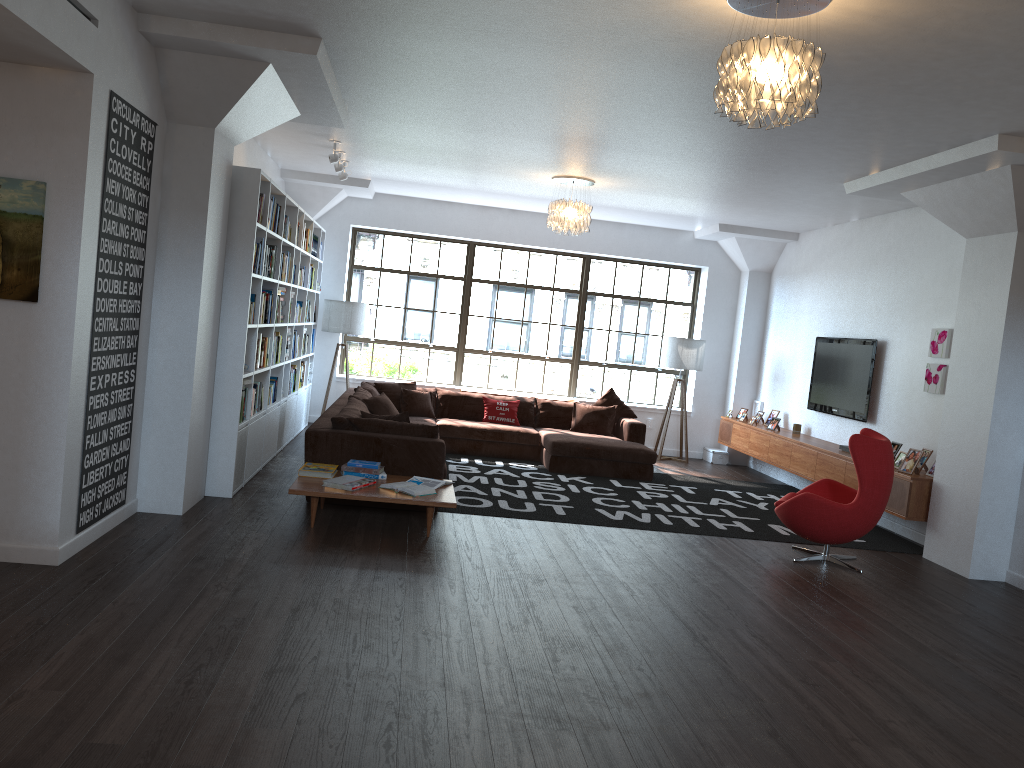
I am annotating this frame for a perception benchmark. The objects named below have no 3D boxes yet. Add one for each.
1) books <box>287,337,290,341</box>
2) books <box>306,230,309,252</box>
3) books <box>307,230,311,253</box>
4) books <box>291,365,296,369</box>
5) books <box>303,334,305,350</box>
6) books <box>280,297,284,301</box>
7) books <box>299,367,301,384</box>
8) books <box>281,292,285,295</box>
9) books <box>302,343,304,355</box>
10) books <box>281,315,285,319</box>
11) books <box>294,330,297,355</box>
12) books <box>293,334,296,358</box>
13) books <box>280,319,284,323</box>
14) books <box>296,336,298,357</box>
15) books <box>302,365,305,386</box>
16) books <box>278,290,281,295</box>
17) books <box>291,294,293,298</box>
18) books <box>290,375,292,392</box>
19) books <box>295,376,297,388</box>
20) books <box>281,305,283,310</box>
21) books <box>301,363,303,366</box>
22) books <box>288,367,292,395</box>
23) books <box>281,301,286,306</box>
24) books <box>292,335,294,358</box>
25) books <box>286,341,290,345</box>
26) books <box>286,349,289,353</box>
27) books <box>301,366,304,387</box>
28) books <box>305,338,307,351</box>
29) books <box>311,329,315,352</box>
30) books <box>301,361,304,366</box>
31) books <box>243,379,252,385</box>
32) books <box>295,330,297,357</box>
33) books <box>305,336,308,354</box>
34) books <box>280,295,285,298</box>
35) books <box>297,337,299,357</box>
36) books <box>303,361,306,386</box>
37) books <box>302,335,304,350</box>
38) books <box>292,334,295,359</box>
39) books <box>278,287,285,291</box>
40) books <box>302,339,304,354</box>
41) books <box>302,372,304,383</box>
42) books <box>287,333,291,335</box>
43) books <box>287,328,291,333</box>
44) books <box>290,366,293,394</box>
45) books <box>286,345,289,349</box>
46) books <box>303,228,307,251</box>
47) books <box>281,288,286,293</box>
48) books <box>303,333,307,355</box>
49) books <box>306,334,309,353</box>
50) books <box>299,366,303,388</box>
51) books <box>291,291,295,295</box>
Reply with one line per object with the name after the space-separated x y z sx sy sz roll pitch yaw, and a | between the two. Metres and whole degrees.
-2.323 -0.456 8.790 0.223 0.032 0.161 6 4 -6 | books
-2.269 -1.537 9.472 0.183 0.253 0.034 6 4 -6 | books
-2.283 -1.548 9.607 0.183 0.253 0.034 6 4 -6 | books
-2.432 -0.069 9.586 0.176 0.290 0.036 6 4 -7 | books
-2.447 -0.459 10.063 0.171 0.246 0.036 6 4 -6 | books
-2.237 -0.803 8.319 0.161 0.033 0.223 6 4 -6 | books
-2.469 -0.077 9.941 0.183 0.253 0.037 6 4 -6 | books
-2.227 -0.858 8.331 0.144 0.024 0.208 6 4 -1 | books
-2.444 -0.456 9.995 0.183 0.253 0.039 6 4 -6 | books
-2.244 -0.640 8.318 0.160 0.039 0.251 6 4 -1 | books
-2.373 -0.427 9.332 0.197 0.290 0.136 6 4 -6 | books
-2.348 -0.399 9.232 0.182 0.253 0.098 6 4 -6 | books
-2.246 -0.601 8.323 0.171 0.039 0.246 6 4 -6 | books
-2.381 -0.414 9.484 0.174 0.242 0.105 6 4 -6 | books
-2.521 -0.106 10.389 0.171 0.246 0.057 6 4 -6 | books
-2.170 -0.826 7.924 0.174 0.045 0.240 6 4 -7 | books
-2.256 -0.870 8.656 0.223 0.031 0.161 6 4 -6 | books
-2.392 -0.012 9.279 0.161 0.223 0.026 6 4 -7 | books
-2.444 -0.044 9.704 0.161 0.223 0.027 6 4 -7 | books
-2.247 -0.725 8.322 0.168 0.045 0.231 5 4 -11 | books
-2.505 -0.108 10.140 0.198 0.284 0.066 6 4 -6 | books
-2.398 -0.039 9.205 0.198 0.284 0.066 6 4 -7 | books
-2.234 -0.766 8.316 0.183 0.042 0.253 6 4 -6 | books
-2.343 -0.389 9.146 0.174 0.243 0.085 6 4 -6 | books
-2.333 -0.422 8.785 0.253 0.040 0.183 6 4 -6 | books
-2.354 -0.342 8.811 0.259 0.040 0.180 6 4 -6 | books
-2.501 -0.093 10.204 0.189 0.247 0.057 6 4 -6 | books
-2.462 -0.460 10.249 0.161 0.223 0.032 6 4 -6 | books
-2.524 -0.540 10.883 0.176 0.290 0.053 6 4 -6 | books
-2.486 -0.120 10.255 0.140 0.298 0.044 6 4 -6 | books
-2.109 -0.025 6.728 0.223 0.027 0.161 6 4 3 | books
-2.375 -0.432 9.395 0.176 0.293 0.125 6 4 -6 | books
-2.469 -0.457 10.321 0.161 0.221 0.035 6 4 -7 | books
-2.251 -0.835 8.339 0.223 0.027 0.161 5 4 -17 | books
-2.392 -0.412 9.611 0.161 0.222 0.084 6 4 -6 | books
-2.530 -0.135 10.470 0.176 0.290 0.053 6 4 -6 | books
-2.423 -0.449 9.891 0.174 0.251 0.051 6 4 -6 | books
-2.353 -0.399 9.184 0.182 0.255 0.077 6 4 -6 | books
-2.156 -0.860 7.901 0.223 0.027 0.161 6 4 3 | books
-2.427 -0.439 9.963 0.161 0.223 0.030 6 4 -6 | books
-2.502 -0.079 10.302 0.144 0.207 0.048 6 4 -6 | books
-2.302 -0.507 8.782 0.208 0.024 0.144 6 4 -1 | books
-2.302 -0.539 8.773 0.185 0.041 0.129 7 4 8 | books
-2.401 -0.049 9.315 0.176 0.290 0.053 6 4 -7 | books
-2.334 -0.382 8.796 0.231 0.044 0.168 5 4 -11 | books
-2.260 -1.525 9.357 0.171 0.246 0.057 6 4 -6 | books
-2.216 -0.890 8.326 0.129 0.043 0.185 7 4 8 | books
-2.459 -0.471 10.182 0.183 0.253 0.042 6 4 -6 | books
-2.484 -0.474 10.406 0.168 0.228 0.139 6 4 -6 | books
-2.484 -0.088 10.085 0.183 0.253 0.037 6 4 -6 | books
-2.254 -0.900 8.662 0.224 0.030 0.161 6 4 4 | books
